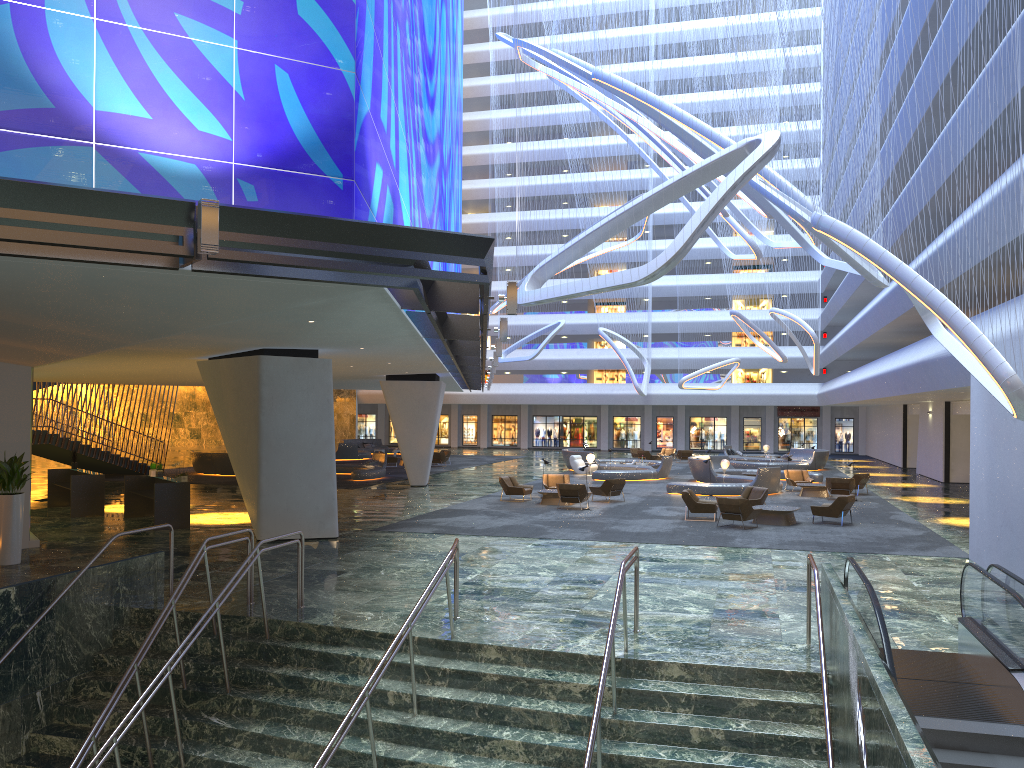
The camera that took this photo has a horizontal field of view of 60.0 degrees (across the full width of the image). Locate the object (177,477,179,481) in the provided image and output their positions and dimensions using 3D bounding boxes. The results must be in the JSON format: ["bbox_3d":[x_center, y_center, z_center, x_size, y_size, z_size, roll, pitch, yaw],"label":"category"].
[{"bbox_3d":[-7.998,2.286,21.333,0.111,0.108,0.107,1,-1,-40],"label":"object"}]

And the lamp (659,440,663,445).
[{"bbox_3d":[8.844,3.945,52.821,0.384,1.300,0.202,0,0,-23],"label":"lamp"}]

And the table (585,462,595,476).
[{"bbox_3d":[3.490,3.808,39.650,0.418,0.595,0.428,1,-1,-11],"label":"table"}]

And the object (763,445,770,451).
[{"bbox_3d":[15.454,3.885,53.873,0.367,0.387,0.318,0,-1,-3],"label":"object"}]

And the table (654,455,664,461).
[{"bbox_3d":[8.097,4.335,51.180,1.203,0.392,1.203,2,-2,-39],"label":"table"}]

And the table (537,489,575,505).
[{"bbox_3d":[1.417,3.504,27.401,1.203,0.392,1.204,0,-2,16],"label":"table"}]

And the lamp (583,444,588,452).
[{"bbox_3d":[3.657,3.629,44.433,0.384,1.300,0.202,0,0,8],"label":"lamp"}]

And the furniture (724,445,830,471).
[{"bbox_3d":[14.375,3.991,48.746,5.185,0.969,9.932,0,-2,12],"label":"furniture"}]

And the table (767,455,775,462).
[{"bbox_3d":[13.993,4.163,47.969,0.418,0.595,0.428,0,-1,12],"label":"table"}]

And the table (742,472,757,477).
[{"bbox_3d":[10.051,3.867,36.393,1.203,0.392,1.204,0,-2,16],"label":"table"}]

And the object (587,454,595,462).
[{"bbox_3d":[3.529,3.318,39.686,0.367,0.387,0.318,0,-1,-3],"label":"object"}]

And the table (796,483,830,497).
[{"bbox_3d":[10.486,3.686,30.754,1.203,0.392,1.204,0,-2,15],"label":"table"}]

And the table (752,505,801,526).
[{"bbox_3d":[6.797,3.401,22.942,1.203,0.392,1.203,-1,-2,33],"label":"table"}]

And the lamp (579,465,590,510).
[{"bbox_3d":[2.108,3.009,25.819,0.384,1.300,0.202,0,0,33],"label":"lamp"}]

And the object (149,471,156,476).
[{"bbox_3d":[-9.276,2.310,22.929,0.150,0.145,0.150,1,-1,-41],"label":"object"}]

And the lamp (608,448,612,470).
[{"bbox_3d":[4.325,3.458,39.017,0.202,1.300,0.384,0,0,-9],"label":"lamp"}]

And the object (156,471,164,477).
[{"bbox_3d":[-8.999,2.302,22.629,0.150,0.145,0.150,1,-1,-41],"label":"object"}]

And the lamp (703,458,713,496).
[{"bbox_3d":[6.730,3.197,30.465,0.384,1.300,0.202,0,0,33],"label":"lamp"}]

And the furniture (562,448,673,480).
[{"bbox_3d":[4.771,3.683,41.669,5.185,0.969,9.931,0,-2,7],"label":"furniture"}]

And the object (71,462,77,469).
[{"bbox_3d":[-12.575,2.347,25.465,0.158,0.181,0.158,1,-1,-30],"label":"object"}]

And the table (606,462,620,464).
[{"bbox_3d":[4.993,4.070,43.879,0.673,0.406,0.671,0,-2,35],"label":"table"}]

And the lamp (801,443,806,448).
[{"bbox_3d":[15.844,3.850,48.211,0.384,1.300,0.202,0,0,15],"label":"lamp"}]

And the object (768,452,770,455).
[{"bbox_3d":[14.871,4.060,51.314,0.131,0.252,0.103,0,0,-2],"label":"object"}]

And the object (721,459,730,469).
[{"bbox_3d":[8.597,3.230,35.742,0.367,0.387,0.318,0,-1,22],"label":"object"}]

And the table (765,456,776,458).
[{"bbox_3d":[14.940,4.390,51.227,0.671,0.406,0.674,0,-1,12],"label":"table"}]

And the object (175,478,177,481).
[{"bbox_3d":[-8.126,2.309,21.487,0.073,0.070,0.072,1,-1,-40],"label":"object"}]

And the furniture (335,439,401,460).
[{"bbox_3d":[-9.629,3.998,54.816,5.185,0.969,9.931,-1,-2,32],"label":"furniture"}]

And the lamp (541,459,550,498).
[{"bbox_3d":[1.084,3.110,29.170,0.202,1.300,0.384,0,0,32],"label":"lamp"}]

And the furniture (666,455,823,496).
[{"bbox_3d":[8.674,3.488,34.716,5.185,0.969,9.931,-1,-2,32],"label":"furniture"}]

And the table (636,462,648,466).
[{"bbox_3d":[6.504,4.078,43.755,0.673,0.406,0.671,1,-1,-23],"label":"table"}]

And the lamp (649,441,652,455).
[{"bbox_3d":[7.752,3.827,49.491,0.202,1.300,0.384,0,0,-22],"label":"lamp"}]

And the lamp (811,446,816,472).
[{"bbox_3d":[15.054,3.714,44.230,0.202,1.300,0.384,0,0,-25],"label":"lamp"}]

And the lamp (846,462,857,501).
[{"bbox_3d":[11.177,3.191,29.172,0.384,1.300,0.202,0,0,33],"label":"lamp"}]

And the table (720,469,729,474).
[{"bbox_3d":[8.546,3.720,35.725,0.418,0.595,0.428,0,-1,14],"label":"table"}]

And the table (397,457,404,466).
[{"bbox_3d":[-5.394,4.078,46.610,1.203,0.392,1.203,1,-2,-20],"label":"table"}]

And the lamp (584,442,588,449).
[{"bbox_3d":[3.856,3.710,46.838,0.202,1.300,0.384,0,0,-31],"label":"lamp"}]

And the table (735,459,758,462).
[{"bbox_3d":[12.506,4.245,47.353,1.203,0.392,1.204,0,-2,16],"label":"table"}]

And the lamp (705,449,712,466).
[{"bbox_3d":[8.574,3.475,38.506,0.384,1.300,0.202,0,0,33],"label":"lamp"}]

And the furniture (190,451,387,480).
[{"bbox_3d":[-9.875,3.476,38.898,9.926,0.969,5.188,-1,-2,32],"label":"furniture"}]

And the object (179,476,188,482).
[{"bbox_3d":[-7.840,2.261,21.143,0.149,0.150,0.149,1,-1,-40],"label":"object"}]

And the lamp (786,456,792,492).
[{"bbox_3d":[10.152,3.292,32.523,0.202,1.300,0.384,0,0,32],"label":"lamp"}]
